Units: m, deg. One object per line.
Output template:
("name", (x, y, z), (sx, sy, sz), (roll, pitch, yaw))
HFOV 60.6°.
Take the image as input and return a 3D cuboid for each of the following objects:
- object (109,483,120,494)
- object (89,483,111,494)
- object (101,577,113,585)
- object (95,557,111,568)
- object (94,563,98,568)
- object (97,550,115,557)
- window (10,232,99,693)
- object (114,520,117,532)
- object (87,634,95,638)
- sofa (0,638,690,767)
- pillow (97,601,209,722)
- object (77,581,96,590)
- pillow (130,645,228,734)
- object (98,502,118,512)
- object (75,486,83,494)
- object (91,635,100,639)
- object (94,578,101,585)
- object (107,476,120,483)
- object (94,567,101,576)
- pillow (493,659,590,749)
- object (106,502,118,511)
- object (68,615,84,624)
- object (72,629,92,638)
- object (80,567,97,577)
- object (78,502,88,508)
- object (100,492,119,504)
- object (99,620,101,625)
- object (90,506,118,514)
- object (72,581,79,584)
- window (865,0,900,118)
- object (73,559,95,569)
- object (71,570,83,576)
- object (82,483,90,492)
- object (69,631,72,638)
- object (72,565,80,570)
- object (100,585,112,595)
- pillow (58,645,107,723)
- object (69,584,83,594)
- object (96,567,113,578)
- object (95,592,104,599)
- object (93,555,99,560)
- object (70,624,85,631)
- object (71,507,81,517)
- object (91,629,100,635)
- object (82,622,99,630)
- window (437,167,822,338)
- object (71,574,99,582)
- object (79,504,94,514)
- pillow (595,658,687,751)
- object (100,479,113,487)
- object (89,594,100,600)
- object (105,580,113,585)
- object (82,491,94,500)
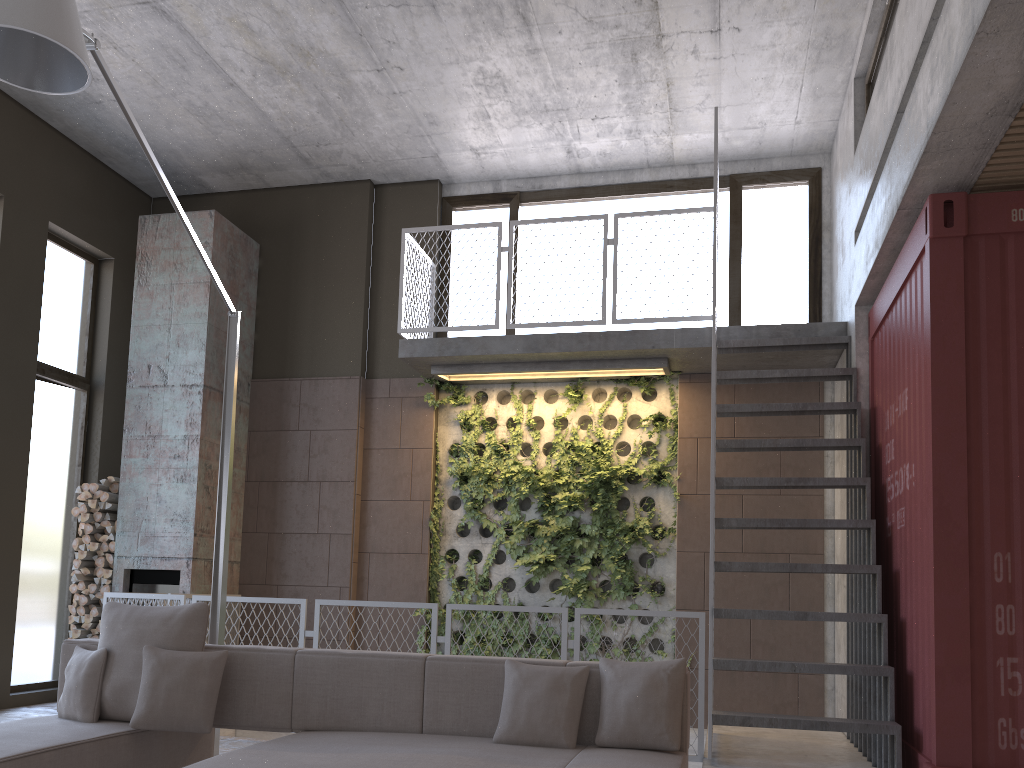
("object", (-3.675, 1.007, 8.313), (0.099, 0.105, 0.301), (-1, -13, 14))
("object", (-3.817, 0.996, 8.208), (0.104, 0.101, 0.299), (0, -13, 12))
("object", (-3.660, 1.847, 8.188), (0.067, 0.065, 0.433), (-1, -14, 14))
("object", (-3.735, 1.659, 8.154), (0.098, 0.104, 0.301), (0, -13, 12))
("object", (-3.815, 1.720, 8.308), (0.104, 0.100, 0.299), (-1, -13, 14))
("object", (-3.731, 1.592, 8.192), (0.089, 0.055, 0.340), (-1, -14, 14))
("window", (-5.160, -0.302, 4.022), (0.209, 4.075, 9.425), (1, -12, 12))
("object", (-3.583, 1.354, 8.223), (0.063, 0.123, 0.372), (0, -13, 12))
("object", (-3.807, 2.339, 8.162), (0.064, 0.073, 0.368), (-1, -13, 15))
("sofa", (-1.023, 1.298, 2.750), (2.998, 0.770, 3.083), (-1, -14, 13))
("pillow", (-1.682, 1.272, 4.023), (0.563, 0.547, 0.225), (-1, -7, 16))
("object", (-3.892, 1.902, 8.257), (0.091, 0.087, 0.466), (-1, -14, 14))
("pillow", (-1.457, 1.340, 3.852), (0.377, 0.365, 0.172), (4, -7, -13))
("object", (-3.717, 1.165, 8.236), (0.067, 0.065, 0.433), (0, -14, 12))
("object", (-3.955, 1.022, 8.296), (0.067, 0.067, 0.433), (0, -14, 12))
("object", (-3.757, 2.359, 8.089), (0.098, 0.104, 0.301), (0, -13, 12))
("object", (-3.739, 1.851, 8.207), (0.067, 0.066, 0.433), (-1, -14, 14))
("object", (-3.681, 0.924, 8.291), (0.087, 0.054, 0.340), (-1, -14, 12))
("object", (-3.768, 1.767, 8.257), (0.101, 0.085, 0.371), (-1, -13, 14))
("pillow", (0.123, 1.322, 3.599), (0.370, 0.352, 0.190), (0, -8, 13))
("object", (-3.639, 1.163, 8.218), (0.066, 0.066, 0.433), (0, -14, 12))
("object", (-3.988, 2.209, 8.254), (0.079, 0.105, 0.447), (0, -13, 13))
("object", (-3.881, 2.314, 8.148), (0.093, 0.082, 0.491), (0, -14, 12))
("object", (-3.870, 1.779, 8.269), (0.115, 0.078, 0.445), (-1, -14, 14))
("object", (-3.935, 1.164, 8.293), (0.066, 0.084, 0.435), (0, -13, 11))
("object", (-3.678, 1.085, 8.228), (0.093, 0.091, 0.448), (0, -13, 12))
("object", (-3.629, 2.224, 8.141), (0.093, 0.082, 0.491), (-1, -14, 14))
("object", (-3.778, 1.209, 8.260), (0.115, 0.078, 0.445), (-1, -14, 12))
("object", (-3.959, 1.861, 8.255), (0.067, 0.083, 0.435), (-1, -14, 16))
("window", (1.646, -3.000, 2.412), (0.113, 0.594, 8.639), (0, -14, 13))
("object", (-3.923, 1.700, 8.248), (0.091, 0.087, 0.466), (-1, -14, 15))
("object", (-3.974, 1.787, 8.254), (0.122, 0.066, 0.372), (-1, -14, 12))
("object", (-3.886, 1.013, 8.311), (0.091, 0.088, 0.466), (0, -13, 11))
("object", (-3.954, 2.326, 8.166), (0.067, 0.066, 0.433), (0, -14, 12))
("object", (-3.975, 1.727, 8.289), (0.067, 0.069, 0.433), (-1, -14, 14))
("object", (-3.646, 1.899, 8.068), (0.101, 0.100, 0.299), (0, -13, 12))
("pillow", (-1.979, 1.397, 4.049), (0.152, 0.369, 0.372), (8, -11, -43))
("object", (-3.978, 1.932, 8.270), (0.091, 0.090, 0.447), (-1, -14, 14))
("object", (-3.699, 1.773, 8.212), (0.092, 0.091, 0.447), (-1, -13, 14))
("object", (-3.707, 1.968, 8.171), (0.122, 0.066, 0.372), (-1, -14, 14))
("object", (-3.785, 1.639, 8.227), (0.064, 0.073, 0.368), (-1, -13, 15))
("object", (-4.001, 2.311, 8.258), (0.070, 0.115, 0.373), (0, -13, 13))
("object", (-3.966, 1.227, 8.276), (0.091, 0.090, 0.448), (0, -13, 12))
("object", (-3.753, 2.293, 8.126), (0.089, 0.055, 0.340), (-1, -14, 14))
("object", (-3.808, 2.246, 8.162), (0.115, 0.078, 0.445), (-1, -14, 12))
("window", (1.031, -1.028, 8.256), (3.566, 1.719, 0.112), (-1, -6, 13))
("object", (-3.919, 1.807, 8.163), (0.071, 0.071, 0.433), (-1, -14, 14))
("object", (-3.881, 1.200, 8.254), (0.091, 0.087, 0.466), (0, -14, 12))
("pillow", (0.511, 1.281, 3.531), (0.362, 0.360, 0.191), (-1, -8, 18))
("object", (-3.748, 0.956, 8.277), (0.065, 0.071, 0.368), (0, -13, 12))
("object", (-3.806, 1.985, 8.197), (0.064, 0.073, 0.368), (0, -13, 12))
("object", (-3.637, 1.825, 8.072), (0.063, 0.047, 0.256), (-1, -14, 12))
("object", (-3.855, 1.074, 8.256), (0.113, 0.078, 0.445), (-1, -14, 12))
